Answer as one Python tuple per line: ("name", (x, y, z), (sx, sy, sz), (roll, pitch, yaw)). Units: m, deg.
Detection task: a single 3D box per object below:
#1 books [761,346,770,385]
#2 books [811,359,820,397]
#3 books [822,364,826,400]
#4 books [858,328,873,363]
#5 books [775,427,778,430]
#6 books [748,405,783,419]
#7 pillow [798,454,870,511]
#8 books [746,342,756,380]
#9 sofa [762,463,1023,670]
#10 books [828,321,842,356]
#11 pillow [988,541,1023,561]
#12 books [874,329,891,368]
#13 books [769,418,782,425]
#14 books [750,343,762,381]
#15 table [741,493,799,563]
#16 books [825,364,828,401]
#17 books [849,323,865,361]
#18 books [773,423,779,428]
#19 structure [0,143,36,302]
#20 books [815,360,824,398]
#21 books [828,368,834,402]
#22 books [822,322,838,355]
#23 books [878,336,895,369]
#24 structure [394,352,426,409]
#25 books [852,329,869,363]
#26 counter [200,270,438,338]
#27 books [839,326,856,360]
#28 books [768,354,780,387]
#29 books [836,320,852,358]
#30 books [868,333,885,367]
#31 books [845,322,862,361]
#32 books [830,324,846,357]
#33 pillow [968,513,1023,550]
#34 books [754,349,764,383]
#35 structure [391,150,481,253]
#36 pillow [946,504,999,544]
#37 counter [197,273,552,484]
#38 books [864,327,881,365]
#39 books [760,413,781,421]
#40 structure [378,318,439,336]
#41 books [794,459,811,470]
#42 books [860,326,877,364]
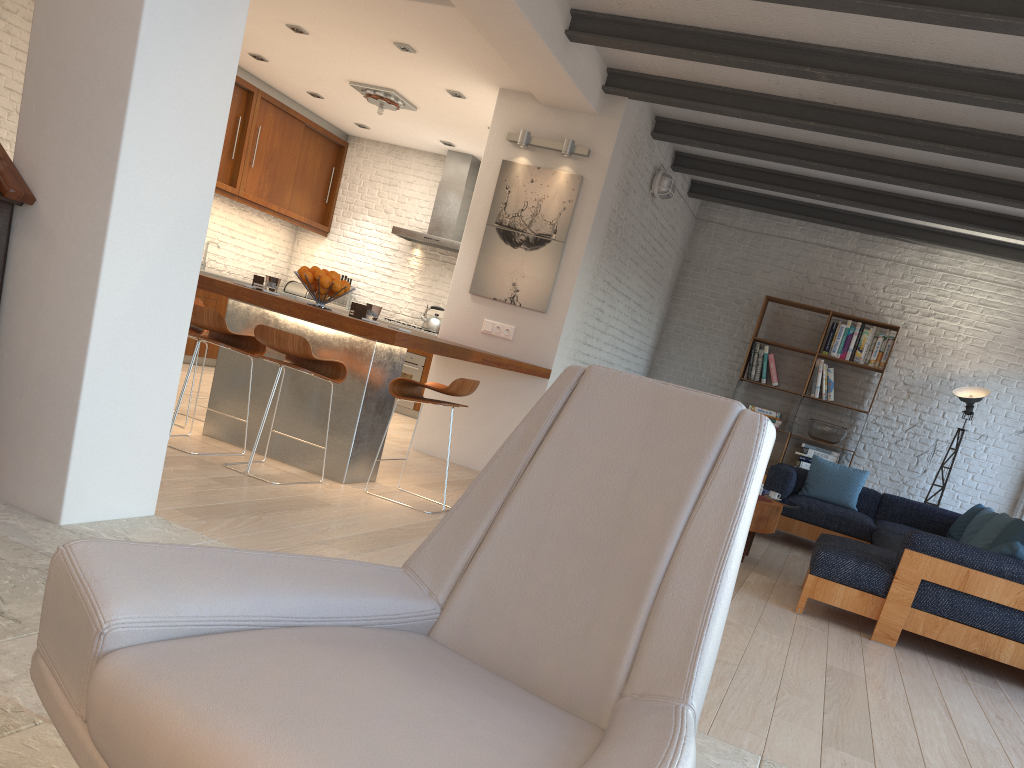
("books", (2.639, -0.192, 9.062), (0.119, 0.391, 0.241), (19, 10, 20))
("books", (3.110, -0.054, 8.924), (0.099, 0.393, 0.241), (19, 10, 20))
("books", (3.182, -0.014, 8.888), (0.122, 0.357, 0.269), (19, 9, 20))
("books", (3.531, -0.367, 8.718), (0.020, 0.368, 0.269), (20, 9, 21))
("books", (2.609, 0.421, 9.144), (0.350, 0.021, 0.271), (16, 2, 19))
("books", (2.653, 0.295, 9.118), (0.320, 0.057, 0.254), (17, 3, 21))
("pillow", (3.012, 0.926, 8.148), (0.546, 0.420, 0.221), (17, 10, 17))
("books", (2.511, -0.231, 9.109), (0.090, 0.394, 0.241), (19, 10, 20))
("sofa", (2.762, 1.208, 6.532), (2.043, 0.676, 3.932), (17, 3, 20))
("books", (3.262, -0.446, 8.817), (0.020, 0.368, 0.269), (20, 9, 21))
("pillow", (2.822, 1.037, 4.860), (0.572, 0.337, 0.363), (14, 7, -21))
("books", (3.678, -0.338, 8.668), (0.036, 0.393, 0.241), (20, 10, 21))
("books", (2.623, 0.357, 9.117), (0.375, 0.037, 0.241), (16, 2, 12))
("books", (2.547, -0.221, 9.105), (0.090, 0.394, 0.241), (19, 10, 20))
("table", (1.586, 0.983, 6.807), (1.052, 0.457, 1.831), (17, 3, 26))
("books", (3.205, -0.008, 8.890), (0.122, 0.357, 0.269), (19, 9, 20))
("books", (3.458, -0.403, 8.741), (0.036, 0.393, 0.241), (20, 10, 21))
("books", (2.606, 0.390, 9.134), (0.375, 0.037, 0.242), (16, 2, 14))
("structure", (-1.504, -1.710, 3.364), (9.980, 4.242, 13.792), (17, 3, 20))
("books", (3.135, -0.045, 8.891), (0.101, 0.393, 0.241), (19, 10, 20))
("books", (3.241, 0.013, 8.864), (0.155, 0.337, 0.252), (19, 9, 20))
("books", (3.224, -0.443, 8.833), (0.054, 0.338, 0.252), (19, 9, 20))
("books", (3.721, -0.297, 8.674), (0.054, 0.338, 0.252), (19, 9, 20))
("structure", (-1.222, -0.079, 9.688), (0.658, 0.592, 0.496), (18, 8, 19))
("books", (3.487, -0.365, 8.719), (0.054, 0.338, 0.252), (19, 9, 20))
("counter", (-1.768, -0.718, 8.464), (3.463, 0.072, 3.317), (16, 2, 19))
("books", (3.378, -0.398, 8.782), (0.054, 0.338, 0.252), (19, 9, 20))
("books", (2.722, -0.136, 9.063), (0.191, 0.327, 0.252), (19, 9, 19))
("books", (3.338, -0.438, 8.776), (0.036, 0.393, 0.241), (20, 10, 21))
("books", (3.626, -0.324, 8.682), (0.054, 0.338, 0.252), (19, 9, 20))
("books", (3.421, -0.413, 8.743), (0.036, 0.393, 0.241), (20, 10, 21))
("books", (3.287, -0.423, 8.792), (0.054, 0.338, 0.252), (19, 9, 20))
("pillow", (3.401, 1.099, 6.068), (0.250, 0.426, 1.205), (19, 4, 20))
("books", (2.593, -0.182, 9.113), (0.100, 0.342, 0.252), (19, 9, 20))
("structure", (-0.657, -1.973, 9.407), (0.969, 1.019, 0.452), (18, 10, 18))
("pillow", (3.880, 1.210, 7.326), (0.239, 0.407, 1.100), (19, 4, 19))
("counter", (-1.009, 0.043, 5.841), (1.657, 0.942, 2.485), (17, 4, 20))
("books", (3.594, -0.363, 8.696), (0.036, 0.393, 0.241), (20, 10, 21))
("books", (2.636, 0.330, 9.130), (0.350, 0.021, 0.270), (16, 2, 17))
("structure", (-1.052, -0.615, 9.639), (0.798, 0.033, 0.587), (16, 2, 19))
("books", (3.129, 0.867, 8.995), (0.378, 0.066, 0.240), (16, 3, 5))
("books", (3.565, -0.372, 8.719), (0.036, 0.393, 0.241), (20, 10, 21))
